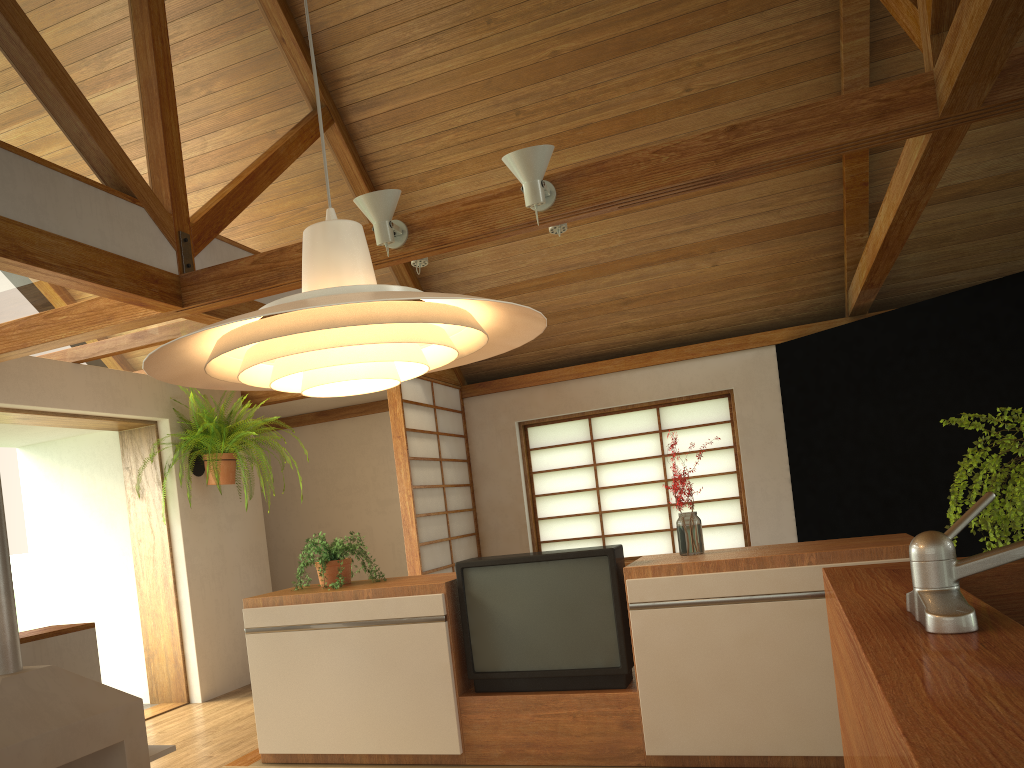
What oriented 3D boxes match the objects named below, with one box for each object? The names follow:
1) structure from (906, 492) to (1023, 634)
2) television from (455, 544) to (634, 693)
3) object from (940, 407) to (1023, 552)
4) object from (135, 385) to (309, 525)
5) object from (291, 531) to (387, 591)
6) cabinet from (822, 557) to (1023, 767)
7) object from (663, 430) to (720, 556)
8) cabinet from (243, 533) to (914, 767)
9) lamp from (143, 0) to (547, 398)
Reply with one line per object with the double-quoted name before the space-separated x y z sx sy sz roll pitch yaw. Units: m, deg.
"structure" 0.725 0.227 1.171 0.434 0.175 0.225 -12 -7 38
"television" 0.171 0.958 3.630 0.677 0.537 0.466 -9 -4 21
"object" 1.188 0.189 1.819 0.538 0.349 0.418 -12 -7 44
"object" -2.011 0.468 6.251 1.098 1.123 1.237 -8 -4 12
"object" -0.840 0.873 4.109 0.473 0.375 0.607 -5 -6 -20
"cabinet" 0.818 0.678 0.676 0.884 0.874 2.662 -8 -7 17
"object" 0.700 0.421 3.418 0.241 0.498 0.222 -7 -1 26
"cabinet" 0.183 1.128 3.602 2.804 0.737 0.528 -10 -4 22
"lamp" -0.625 -1.096 0.724 0.600 2.140 1.676 -7 -3 28
